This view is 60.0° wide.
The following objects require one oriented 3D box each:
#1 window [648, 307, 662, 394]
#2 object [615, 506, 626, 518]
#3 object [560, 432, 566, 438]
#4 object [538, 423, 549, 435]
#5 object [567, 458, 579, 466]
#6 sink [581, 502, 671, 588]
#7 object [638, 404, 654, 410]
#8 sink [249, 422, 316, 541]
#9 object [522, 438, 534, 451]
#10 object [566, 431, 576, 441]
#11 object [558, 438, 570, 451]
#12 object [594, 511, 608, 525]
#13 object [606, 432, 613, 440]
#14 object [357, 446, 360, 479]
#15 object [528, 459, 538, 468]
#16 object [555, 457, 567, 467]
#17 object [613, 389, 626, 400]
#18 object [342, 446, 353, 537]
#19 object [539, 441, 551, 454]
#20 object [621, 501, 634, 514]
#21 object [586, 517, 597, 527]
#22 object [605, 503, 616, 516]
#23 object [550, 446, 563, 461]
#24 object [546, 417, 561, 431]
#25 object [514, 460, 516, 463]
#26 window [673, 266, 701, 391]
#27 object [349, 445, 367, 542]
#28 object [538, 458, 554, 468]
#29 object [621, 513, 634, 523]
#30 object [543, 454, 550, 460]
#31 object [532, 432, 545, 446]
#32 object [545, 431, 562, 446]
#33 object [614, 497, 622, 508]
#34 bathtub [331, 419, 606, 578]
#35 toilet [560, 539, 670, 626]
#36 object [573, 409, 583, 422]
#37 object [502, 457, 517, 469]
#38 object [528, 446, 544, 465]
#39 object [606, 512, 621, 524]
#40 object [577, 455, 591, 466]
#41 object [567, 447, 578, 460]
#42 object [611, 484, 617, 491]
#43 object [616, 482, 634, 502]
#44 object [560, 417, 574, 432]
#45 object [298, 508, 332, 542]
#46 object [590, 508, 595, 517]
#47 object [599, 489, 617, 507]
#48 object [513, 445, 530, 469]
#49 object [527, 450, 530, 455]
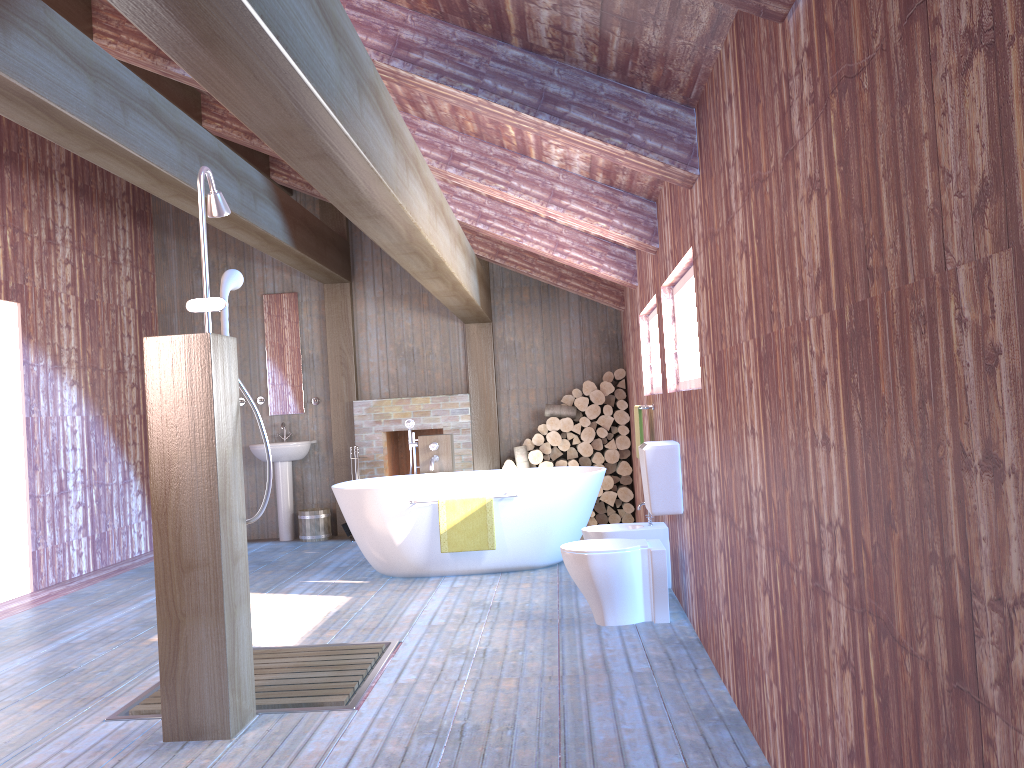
[{"bbox_3d":[0.984,-0.226,5.762,0.054,0.587,1.255,-4,-2,4],"label":"window"},{"bbox_3d":[1.024,1.205,8.353,0.085,0.086,0.278,-4,-2,1],"label":"object"},{"bbox_3d":[0.482,0.478,8.331,0.057,0.061,0.156,-4,-2,2],"label":"object"},{"bbox_3d":[0.300,0.422,8.366,0.106,0.112,0.282,-4,-2,4],"label":"object"},{"bbox_3d":[0.569,0.748,8.335,0.098,0.100,0.437,-4,-2,1],"label":"object"},{"bbox_3d":[0.688,0.988,5.416,0.515,0.517,0.335,-4,-2,4],"label":"sink"},{"bbox_3d":[0.883,0.157,5.980,0.091,0.043,0.581,-4,-2,3],"label":"object"},{"bbox_3d":[-2.204,0.941,8.512,0.582,1.143,0.475,-4,-2,2],"label":"sink"},{"bbox_3d":[0.153,0.569,8.403,0.114,0.113,0.301,-4,-2,1],"label":"object"},{"bbox_3d":[0.558,0.483,8.342,0.088,0.092,0.280,-4,-2,4],"label":"object"},{"bbox_3d":[0.491,0.564,8.341,0.115,0.123,0.291,-4,-2,4],"label":"object"},{"bbox_3d":[0.840,1.263,8.410,0.116,0.118,0.289,-4,-2,1],"label":"object"},{"bbox_3d":[0.913,0.488,8.314,0.067,0.069,0.177,-4,-2,3],"label":"object"},{"bbox_3d":[-1.404,1.014,8.303,0.126,0.871,0.206,-2,-2,-44],"label":"object"},{"bbox_3d":[0.178,0.777,8.449,0.121,0.124,0.291,-4,-2,4],"label":"object"},{"bbox_3d":[0.466,0.758,8.345,0.114,0.120,0.303,-4,-2,4],"label":"object"},{"bbox_3d":[1.016,0.099,8.368,0.107,0.115,0.269,-4,-2,4],"label":"object"},{"bbox_3d":[-1.550,1.011,8.323,0.136,0.846,0.062,-3,-2,-16],"label":"object"},{"bbox_3d":[0.315,0.601,8.362,0.111,0.113,0.301,-4,-2,2],"label":"object"},{"bbox_3d":[1.077,1.134,8.303,0.102,0.109,0.438,-4,-2,3],"label":"object"},{"bbox_3d":[0.728,1.270,8.291,0.114,0.113,0.301,-4,-2,1],"label":"object"},{"bbox_3d":[0.924,1.175,8.354,0.084,0.105,0.280,-4,-2,1],"label":"object"},{"bbox_3d":[0.424,0.649,8.443,0.128,0.150,0.323,-4,-2,3],"label":"object"},{"bbox_3d":[0.394,0.369,8.358,0.135,0.145,0.439,-4,-2,3],"label":"object"},{"bbox_3d":[0.077,0.742,8.469,0.099,0.093,0.280,-4,-2,4],"label":"object"},{"bbox_3d":[0.881,-0.262,4.219,0.054,0.587,1.255,-4,-2,4],"label":"window"},{"bbox_3d":[-1.476,1.018,8.371,0.276,0.888,0.333,-5,-2,45],"label":"object"},{"bbox_3d":[0.325,0.776,8.364,0.139,0.148,0.458,-4,-2,3],"label":"object"},{"bbox_3d":[1.074,1.249,8.354,0.114,0.113,0.301,-4,-2,1],"label":"object"},{"bbox_3d":[0.327,0.682,8.360,0.064,0.068,0.174,-4,-2,2],"label":"object"},{"bbox_3d":[0.251,0.516,8.351,0.115,0.123,0.291,-4,-2,4],"label":"object"},{"bbox_3d":[0.389,0.506,8.349,0.141,0.143,0.437,-4,-2,1],"label":"object"},{"bbox_3d":[0.995,1.112,8.356,0.085,0.091,0.280,-4,-2,1],"label":"object"},{"bbox_3d":[-0.329,0.788,6.487,1.935,1.109,1.460,-4,-2,25],"label":"bathtub"},{"bbox_3d":[0.531,1.035,4.637,0.534,0.400,0.375,-4,-2,4],"label":"toilet"},{"bbox_3d":[0.611,0.294,8.444,0.121,0.124,0.291,-4,-2,4],"label":"object"},{"bbox_3d":[-0.019,0.770,8.376,0.139,0.137,0.455,-4,-2,1],"label":"object"},{"bbox_3d":[0.230,0.672,8.356,0.138,0.147,0.440,-4,-2,3],"label":"object"},{"bbox_3d":[0.952,1.258,8.347,0.116,0.117,0.289,-4,-2,1],"label":"object"},{"bbox_3d":[0.685,0.734,8.430,0.116,0.118,0.289,-4,-2,1],"label":"object"},{"bbox_3d":[0.573,0.654,8.437,0.104,0.127,0.321,-4,-2,3],"label":"object"},{"bbox_3d":[0.949,0.967,8.301,0.057,0.061,0.156,-4,-2,2],"label":"object"},{"bbox_3d":[1.048,1.011,8.311,0.147,0.152,0.439,-4,-2,3],"label":"object"},{"bbox_3d":[0.509,0.375,8.352,0.138,0.147,0.440,-4,-2,3],"label":"object"},{"bbox_3d":[-1.879,1.343,8.460,0.309,0.290,0.308,-4,-2,13],"label":"object"},{"bbox_3d":[0.740,1.191,8.311,0.065,0.071,0.378,-4,-2,3],"label":"object"},{"bbox_3d":[0.894,1.063,8.342,0.169,0.152,0.481,-4,-2,3],"label":"object"},{"bbox_3d":[0.093,0.718,8.190,0.147,0.298,0.109,-4,-2,6],"label":"object"},{"bbox_3d":[0.114,0.658,8.471,0.108,0.113,0.302,-4,-2,3],"label":"object"}]
